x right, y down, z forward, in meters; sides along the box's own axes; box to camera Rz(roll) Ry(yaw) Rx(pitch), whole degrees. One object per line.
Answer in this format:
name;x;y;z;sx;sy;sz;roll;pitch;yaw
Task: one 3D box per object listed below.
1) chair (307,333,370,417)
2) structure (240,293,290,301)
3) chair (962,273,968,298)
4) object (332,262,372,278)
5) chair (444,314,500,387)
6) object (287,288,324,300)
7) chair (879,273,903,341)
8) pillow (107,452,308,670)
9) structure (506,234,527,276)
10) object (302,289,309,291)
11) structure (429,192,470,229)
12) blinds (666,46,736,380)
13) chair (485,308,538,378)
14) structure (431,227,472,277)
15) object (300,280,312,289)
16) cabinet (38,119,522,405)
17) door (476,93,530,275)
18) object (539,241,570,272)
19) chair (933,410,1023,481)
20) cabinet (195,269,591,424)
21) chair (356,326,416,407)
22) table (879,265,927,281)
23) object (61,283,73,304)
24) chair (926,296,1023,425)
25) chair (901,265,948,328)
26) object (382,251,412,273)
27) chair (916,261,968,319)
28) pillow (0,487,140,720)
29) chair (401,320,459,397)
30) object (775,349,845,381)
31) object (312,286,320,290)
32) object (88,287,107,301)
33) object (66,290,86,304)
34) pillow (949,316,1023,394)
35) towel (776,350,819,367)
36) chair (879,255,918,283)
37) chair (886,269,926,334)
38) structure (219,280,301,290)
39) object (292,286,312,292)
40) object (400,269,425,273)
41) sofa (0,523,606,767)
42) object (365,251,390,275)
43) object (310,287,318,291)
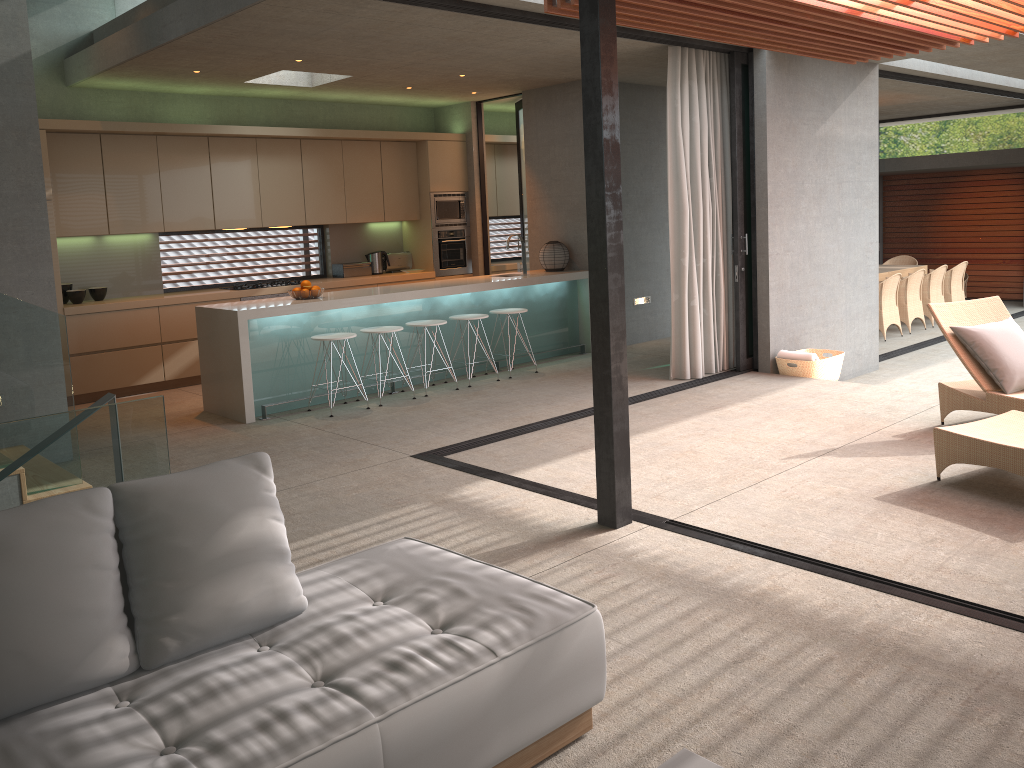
chair;-1.454;-0.091;7.311;0.384;0.618;0.383;-9;10;-42
structure;-2.475;-0.706;9.382;0.834;0.496;0.079;-11;11;-42
chair;8.792;-1.805;17.762;0.631;0.855;0.623;-4;8;-12
object;-1.904;-1.361;10.531;0.403;0.158;0.241;-12;13;-42
chair;-0.390;-0.327;8.284;0.384;0.618;0.383;-9;10;-42
object;-1.796;-0.787;7.717;0.317;0.081;0.317;-12;14;-41
chair;4.788;-1.039;11.658;0.621;0.855;0.632;-10;11;-42
pillow;-0.865;0.485;2.540;0.495;0.479;0.267;-10;11;-41
structure;0.026;-1.366;9.354;0.097;0.437;0.259;-8;9;-42
object;-1.783;-0.782;7.629;0.081;0.080;0.081;-5;9;-13
structure;-0.910;-2.165;11.043;0.600;0.433;0.462;-11;12;-42
blinds;1.720;-1.540;8.035;0.230;2.907;0.891;3;9;44
chair;-0.020;-0.409;8.623;0.384;0.618;0.383;-9;10;-42
structure;-0.874;-1.662;11.083;0.600;0.574;0.499;-10;11;-42
object;-1.805;-0.864;7.744;0.095;0.093;0.095;-6;9;-22
cabinet;-1.498;-1.532;9.728;7.525;2.542;1.973;-12;12;-42
door;-1.269;-0.143;5.294;5.773;4.429;15.503;1;11;20
object;0.468;-1.420;9.811;0.341;0.331;0.343;4;11;39
chair;3.152;0.247;4.009;0.703;0.819;2.312;-7;11;-27
cabinet;-0.879;-0.506;8.611;4.151;0.890;0.803;-12;13;-42
chair;-1.106;-0.168;7.628;0.384;0.618;0.383;-9;10;-42
table;4.866;-1.287;13.201;3.281;0.749;1.285;-12;14;-42
object;-4.278;-0.851;8.371;0.225;0.186;0.228;2;10;25
chair;3.642;-0.011;5.236;0.702;0.819;2.314;-6;11;-23
chair;5.875;-1.280;12.648;0.621;0.855;0.632;-10;11;-42
object;-1.433;-1.512;10.972;0.392;0.245;0.151;-11;11;-42
chair;6.418;-1.400;13.143;0.621;0.855;0.632;-10;11;-42
pillow;-1.221;0.552;2.218;0.495;0.493;0.239;-10;10;-41
chair;-0.754;-0.246;7.949;0.384;0.618;0.383;-9;10;-42
object;2.772;-0.124;8.210;0.685;0.297;0.448;-12;13;-42
object;-1.727;-0.818;7.767;0.094;0.093;0.095;4;11;36
object;-4.011;-0.871;8.569;0.169;0.125;0.171;4;11;34
object;-4.094;-0.818;8.313;0.169;0.125;0.171;4;11;34
pillow;3.327;-0.199;5.926;0.610;0.423;0.430;-7;10;-24
towel;2.663;-0.155;8.100;0.311;0.309;0.370;-10;12;-41
chair;6.349;-1.678;14.613;0.634;0.855;0.620;-10;11;-42
chair;5.331;-1.160;12.153;0.621;0.855;0.632;-10;11;-42
structure;-2.656;-1.049;9.531;0.845;0.090;0.466;-12;14;-42
object;-1.823;-0.795;7.663;0.173;0.099;0.097;-2;8;2
object;-1.206;-1.378;10.780;0.310;0.034;0.313;0;11;16
sofa;-0.643;0.738;2.427;1.607;0.726;1.017;-12;13;-42
object;-1.634;-1.474;10.723;0.279;0.283;0.178;-9;10;-37
object;-1.715;-0.799;7.677;0.087;0.086;0.087;4;11;38
